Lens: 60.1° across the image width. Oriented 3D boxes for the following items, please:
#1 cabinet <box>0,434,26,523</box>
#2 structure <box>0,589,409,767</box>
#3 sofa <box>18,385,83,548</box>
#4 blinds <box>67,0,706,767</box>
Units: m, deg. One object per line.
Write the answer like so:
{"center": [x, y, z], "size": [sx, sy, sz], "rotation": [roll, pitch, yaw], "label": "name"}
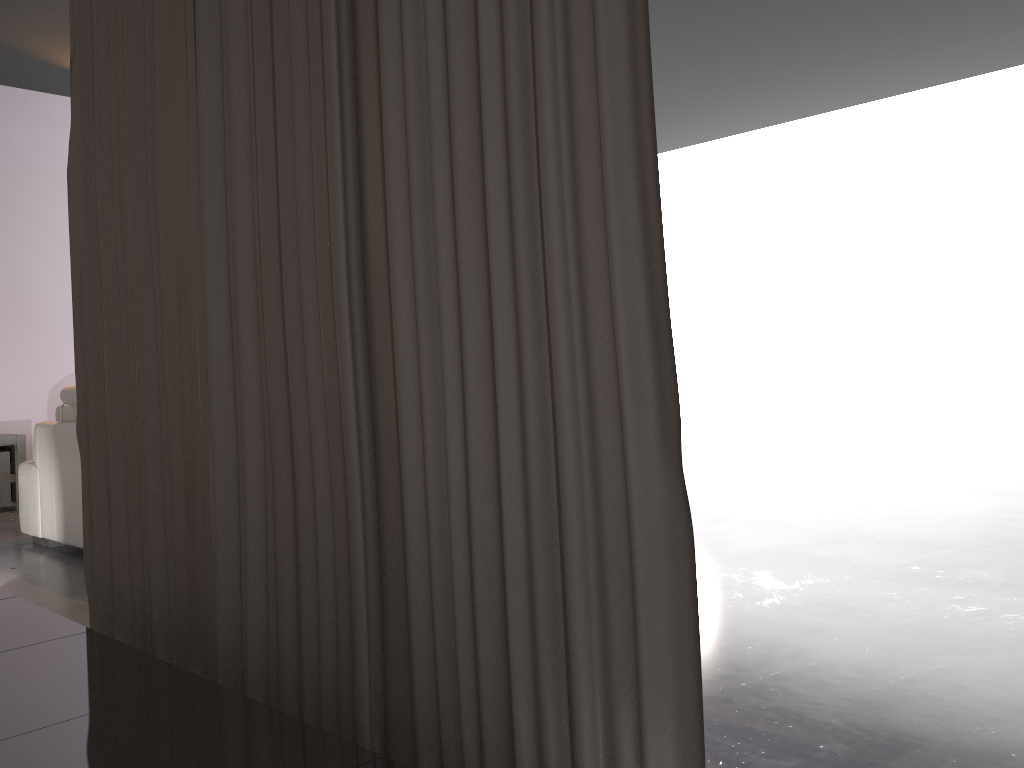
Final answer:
{"center": [-3.690, 0.639, 5.567], "size": [0.376, 0.556, 1.073], "rotation": [-4, 0, 44], "label": "cabinet"}
{"center": [-1.074, 0.708, 1.408], "size": [8.758, 0.301, 1.001], "rotation": [-2, 1, 44], "label": "structure"}
{"center": [-1.082, 0.377, 4.588], "size": [2.857, 0.860, 1.870], "rotation": [-2, 1, 44], "label": "sofa"}
{"center": [-0.300, -0.688, 1.678], "size": [3.283, 3.001, 0.249], "rotation": [-3, -2, 44], "label": "blinds"}
